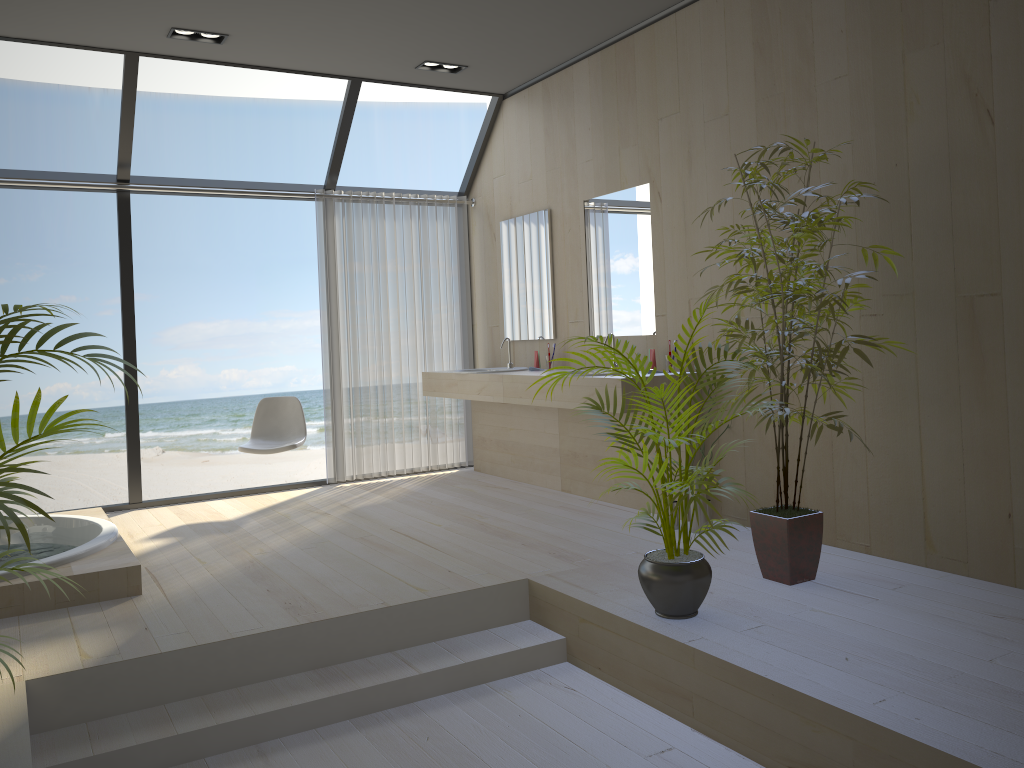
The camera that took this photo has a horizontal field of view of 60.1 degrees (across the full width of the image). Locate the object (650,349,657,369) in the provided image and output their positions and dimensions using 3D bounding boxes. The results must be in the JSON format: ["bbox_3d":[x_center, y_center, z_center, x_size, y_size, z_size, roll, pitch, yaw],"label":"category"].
[{"bbox_3d":[0.769,-0.123,4.831,0.039,0.135,0.039,-2,0,11],"label":"object"}]

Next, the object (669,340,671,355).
[{"bbox_3d":[0.849,-0.147,4.748,0.012,0.178,0.050,-2,0,9],"label":"object"}]

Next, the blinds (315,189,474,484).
[{"bbox_3d":[-0.838,-0.374,6.529,1.184,2.071,0.084,-3,0,-30],"label":"blinds"}]

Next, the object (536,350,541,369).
[{"bbox_3d":[0.174,-0.160,5.987,0.039,0.135,0.039,-2,0,19],"label":"object"}]

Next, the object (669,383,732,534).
[{"bbox_3d":[0.969,0.362,4.513,0.407,0.749,0.273,-3,0,-42],"label":"object"}]

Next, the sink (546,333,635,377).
[{"bbox_3d":[0.457,-0.076,5.043,0.504,0.419,0.573,-3,2,-27],"label":"sink"}]

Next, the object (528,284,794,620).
[{"bbox_3d":[0.511,0.235,3.125,0.916,1.157,0.751,-2,1,3],"label":"object"}]

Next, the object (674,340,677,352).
[{"bbox_3d":[0.869,-0.148,4.779,0.054,0.175,0.012,-2,0,-5],"label":"object"}]

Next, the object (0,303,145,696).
[{"bbox_3d":[-1.399,0.282,2.117,1.067,1.345,0.872,-3,1,-42],"label":"object"}]

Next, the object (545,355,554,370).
[{"bbox_3d":[0.250,-0.137,5.820,0.058,0.100,0.058,-3,1,-23],"label":"object"}]

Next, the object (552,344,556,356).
[{"bbox_3d":[0.264,-0.179,5.821,0.054,0.175,0.012,-2,0,-5],"label":"object"}]

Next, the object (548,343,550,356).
[{"bbox_3d":[0.243,-0.177,5.791,0.012,0.178,0.050,-2,0,9],"label":"object"}]

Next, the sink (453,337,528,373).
[{"bbox_3d":[-0.149,-0.106,6.085,0.504,0.419,0.573,-3,2,-27],"label":"sink"}]

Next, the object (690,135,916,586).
[{"bbox_3d":[1.124,-0.101,3.539,0.787,1.757,0.935,-2,0,-5],"label":"object"}]

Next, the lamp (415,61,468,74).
[{"bbox_3d":[-0.454,-2.083,5.681,0.301,0.112,0.164,-4,2,-30],"label":"lamp"}]

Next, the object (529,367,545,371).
[{"bbox_3d":[0.161,-0.100,5.792,0.104,0.029,0.032,-2,2,10],"label":"object"}]

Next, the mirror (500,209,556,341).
[{"bbox_3d":[0.103,-0.743,6.192,0.023,0.868,0.653,-2,1,-30],"label":"mirror"}]

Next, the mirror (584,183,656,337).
[{"bbox_3d":[0.647,-0.719,5.310,0.023,0.868,0.653,-2,1,-30],"label":"mirror"}]

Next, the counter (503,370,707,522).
[{"bbox_3d":[0.499,0.334,5.093,0.551,0.790,1.205,-3,2,-30],"label":"counter"}]

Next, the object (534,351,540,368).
[{"bbox_3d":[0.163,-0.153,5.873,0.039,0.135,0.039,-2,0,19],"label":"object"}]

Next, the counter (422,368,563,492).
[{"bbox_3d":[-0.107,0.304,6.136,0.551,0.790,1.205,-3,2,-30],"label":"counter"}]

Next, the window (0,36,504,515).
[{"bbox_3d":[-2.154,-0.608,5.551,4.566,2.814,0.744,-4,1,-30],"label":"window"}]

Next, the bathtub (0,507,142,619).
[{"bbox_3d":[-2.739,0.860,3.935,1.823,0.698,1.646,-4,3,-30],"label":"bathtub"}]

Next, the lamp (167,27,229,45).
[{"bbox_3d":[-1.751,-1.987,4.926,0.301,0.112,0.164,-4,2,-30],"label":"lamp"}]

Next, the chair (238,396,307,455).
[{"bbox_3d":[-1.534,0.267,5.702,0.369,0.347,0.454,-2,2,-2],"label":"chair"}]

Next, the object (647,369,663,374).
[{"bbox_3d":[0.767,-0.070,4.750,0.104,0.029,0.032,-2,2,10],"label":"object"}]

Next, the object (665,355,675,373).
[{"bbox_3d":[0.855,-0.106,4.777,0.058,0.100,0.058,-3,1,-20],"label":"object"}]
